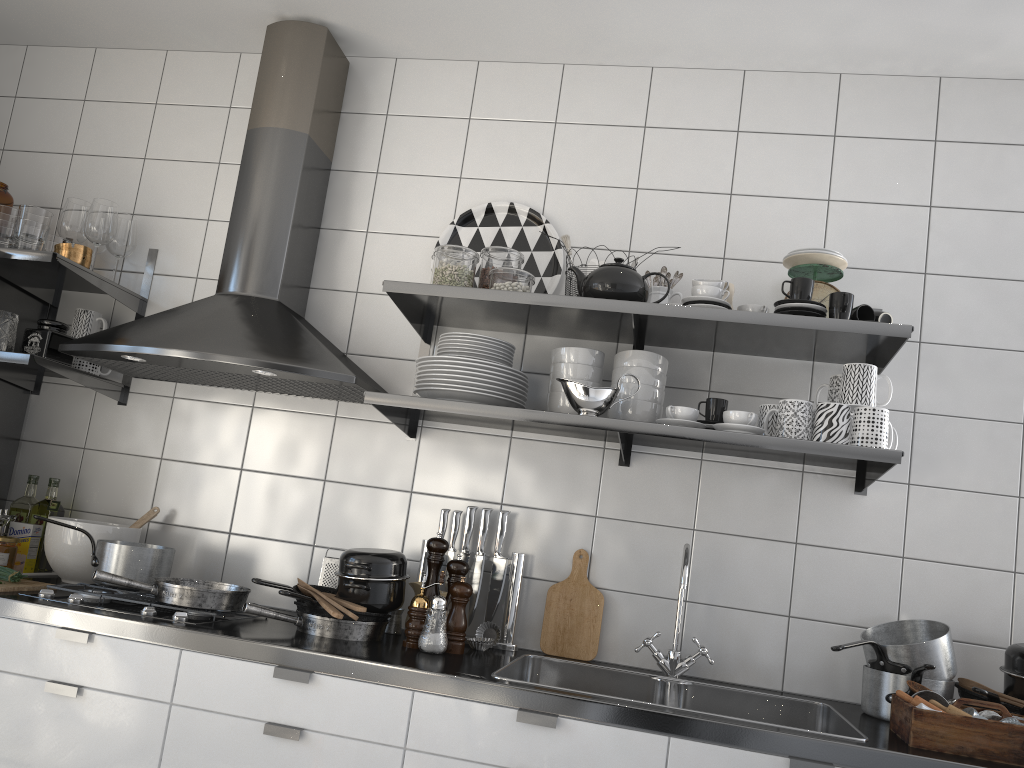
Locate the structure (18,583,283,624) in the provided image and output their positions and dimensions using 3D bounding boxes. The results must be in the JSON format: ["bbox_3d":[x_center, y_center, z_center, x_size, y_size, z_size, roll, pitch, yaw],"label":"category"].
[{"bbox_3d":[-0.906,0.556,2.285,0.467,0.028,0.493,6,-10,11],"label":"structure"}]

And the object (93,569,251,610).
[{"bbox_3d":[-0.827,0.504,2.188,0.352,0.060,0.233,10,-10,-10],"label":"object"}]

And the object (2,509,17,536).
[{"bbox_3d":[-1.493,0.452,2.584,0.059,0.171,0.059,13,-9,-29],"label":"object"}]

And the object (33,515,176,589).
[{"bbox_3d":[-1.077,0.452,2.354,0.349,0.153,0.200,16,-12,-39],"label":"object"}]

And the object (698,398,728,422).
[{"bbox_3d":[0.513,0.078,2.255,0.055,0.078,0.071,13,-10,-28],"label":"object"}]

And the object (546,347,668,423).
[{"bbox_3d":[0.246,0.022,2.342,0.309,0.215,0.151,7,-9,8],"label":"object"}]

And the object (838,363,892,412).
[{"bbox_3d":[0.815,0.008,2.055,0.108,0.099,0.083,-1,-13,45],"label":"object"}]

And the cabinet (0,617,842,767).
[{"bbox_3d":[-0.150,1.085,2.062,3.235,0.791,0.667,6,-9,11],"label":"cabinet"}]

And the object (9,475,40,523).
[{"bbox_3d":[-1.461,0.413,2.653,0.066,0.281,0.067,7,-8,6],"label":"object"}]

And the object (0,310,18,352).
[{"bbox_3d":[-1.428,-0.143,2.475,0.086,0.119,0.086,7,-9,8],"label":"object"}]

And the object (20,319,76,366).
[{"bbox_3d":[-1.319,-0.120,2.529,0.100,0.122,0.101,5,-9,21],"label":"object"}]

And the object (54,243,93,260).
[{"bbox_3d":[-1.271,-0.375,2.562,0.100,0.048,0.100,1,-12,34],"label":"object"}]

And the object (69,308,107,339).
[{"bbox_3d":[-1.302,-0.174,2.718,0.108,0.099,0.083,-1,-13,45],"label":"object"}]

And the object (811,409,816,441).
[{"bbox_3d":[0.752,0.118,2.146,0.083,0.099,0.109,11,-10,-19],"label":"object"}]

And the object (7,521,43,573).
[{"bbox_3d":[-1.427,0.476,2.579,0.077,0.140,0.044,6,-8,11],"label":"object"}]

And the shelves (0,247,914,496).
[{"bbox_3d":[-0.301,-0.128,2.418,2.538,0.509,0.429,6,-9,11],"label":"shelves"}]

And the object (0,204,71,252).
[{"bbox_3d":[-1.406,-0.421,2.572,0.190,0.133,0.230,8,-10,2],"label":"object"}]

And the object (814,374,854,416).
[{"bbox_3d":[0.817,0.035,2.203,0.083,0.099,0.109,11,-10,-19],"label":"object"}]

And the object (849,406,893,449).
[{"bbox_3d":[0.835,0.110,2.037,0.108,0.099,0.083,8,-9,0],"label":"object"}]

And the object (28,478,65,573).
[{"bbox_3d":[-1.382,0.420,2.632,0.089,0.280,0.082,6,-8,11],"label":"object"}]

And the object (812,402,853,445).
[{"bbox_3d":[0.754,0.101,2.053,0.108,0.099,0.083,8,-9,0],"label":"object"}]

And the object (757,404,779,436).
[{"bbox_3d":[0.649,0.105,2.160,0.108,0.099,0.083,-1,-13,45],"label":"object"}]

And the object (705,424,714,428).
[{"bbox_3d":[0.513,0.121,2.241,0.121,0.023,0.121,11,-10,-17],"label":"object"}]

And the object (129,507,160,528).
[{"bbox_3d":[-1.151,0.456,2.561,0.222,0.231,0.081,13,-9,-28],"label":"object"}]

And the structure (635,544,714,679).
[{"bbox_3d":[0.451,0.584,2.238,0.189,0.350,0.275,10,-9,-12],"label":"structure"}]

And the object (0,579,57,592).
[{"bbox_3d":[-1.354,0.489,2.224,0.330,0.012,0.222,6,-10,11],"label":"object"}]

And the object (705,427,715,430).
[{"bbox_3d":[0.511,0.130,2.241,0.121,0.021,0.122,-2,-14,45],"label":"object"}]

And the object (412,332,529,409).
[{"bbox_3d":[-0.105,-0.018,2.339,0.306,0.194,0.303,5,-10,16],"label":"object"}]

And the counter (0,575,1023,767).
[{"bbox_3d":[-0.090,0.679,2.126,3.236,0.045,0.655,6,-10,11],"label":"counter"}]

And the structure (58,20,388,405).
[{"bbox_3d":[-0.728,-0.550,2.541,0.868,1.086,0.475,6,-9,11],"label":"structure"}]

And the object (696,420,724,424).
[{"bbox_3d":[0.512,0.112,2.245,0.121,0.023,0.122,9,-10,-8],"label":"object"}]

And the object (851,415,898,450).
[{"bbox_3d":[0.865,0.133,2.143,0.108,0.099,0.083,9,-9,-3],"label":"object"}]

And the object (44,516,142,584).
[{"bbox_3d":[-1.209,0.484,2.536,0.248,0.174,0.247,15,-12,-38],"label":"object"}]

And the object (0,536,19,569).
[{"bbox_3d":[-1.426,0.477,2.472,0.078,0.101,0.078,12,-9,-22],"label":"object"}]

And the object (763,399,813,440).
[{"bbox_3d":[0.657,0.094,2.088,0.083,0.099,0.109,11,-10,-19],"label":"object"}]

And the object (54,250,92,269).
[{"bbox_3d":[-1.272,-0.353,2.560,0.100,0.036,0.100,2,-11,30],"label":"object"}]

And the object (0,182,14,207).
[{"bbox_3d":[-1.617,-0.529,2.741,0.097,0.194,0.097,6,-9,11],"label":"object"}]

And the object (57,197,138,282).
[{"bbox_3d":[-1.299,-0.430,2.754,0.192,0.243,0.207,7,-9,9],"label":"object"}]

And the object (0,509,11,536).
[{"bbox_3d":[-1.475,0.443,2.522,0.059,0.171,0.059,13,-9,-29],"label":"object"}]

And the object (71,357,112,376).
[{"bbox_3d":[-1.282,-0.072,2.701,0.108,0.099,0.083,8,-9,0],"label":"object"}]

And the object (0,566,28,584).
[{"bbox_3d":[-1.356,0.465,2.225,0.276,0.053,0.143,3,-11,26],"label":"object"}]

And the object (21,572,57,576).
[{"bbox_3d":[-1.460,0.534,2.540,0.180,0.008,0.274,6,-10,11],"label":"object"}]
